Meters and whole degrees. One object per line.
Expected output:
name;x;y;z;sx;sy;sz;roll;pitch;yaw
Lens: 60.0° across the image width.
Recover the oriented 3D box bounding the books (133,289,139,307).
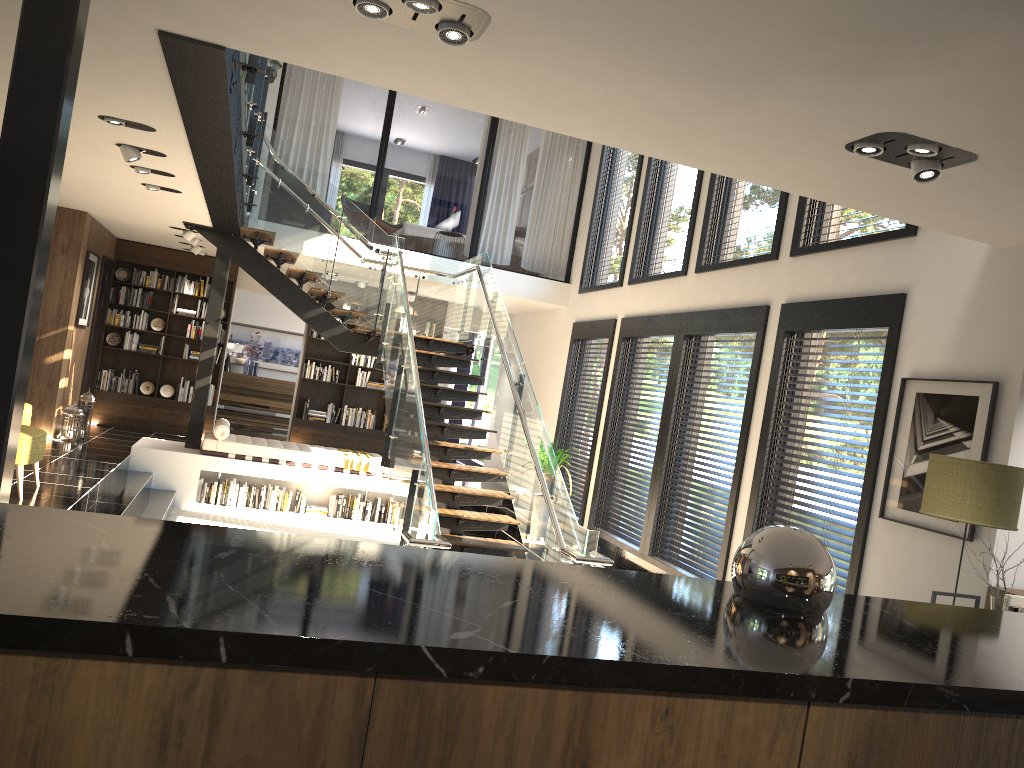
books;-5.483;-1.251;12.920;0.032;0.255;0.160;9;0;-17

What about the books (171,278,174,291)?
books;-4.997;-1.457;13.069;0.024;0.194;0.182;9;0;-17

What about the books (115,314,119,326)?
books;-5.725;-0.929;12.869;0.037;0.169;0.148;9;0;-17

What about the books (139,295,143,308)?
books;-5.401;-1.204;12.916;0.025;0.188;0.181;9;0;-17

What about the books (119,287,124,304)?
books;-5.643;-1.278;12.854;0.035;0.255;0.183;9;0;-17

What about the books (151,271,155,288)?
books;-5.233;-1.520;12.950;0.025;0.239;0.220;9;0;-17

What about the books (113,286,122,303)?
books;-5.721;-1.291;12.858;0.066;0.255;0.127;9;0;-17

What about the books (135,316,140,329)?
books;-5.452;-0.896;12.932;0.025;0.193;0.172;9;0;-17

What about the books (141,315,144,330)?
books;-5.392;-0.894;12.965;0.018;0.210;0.157;9;0;-17

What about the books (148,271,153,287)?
books;-5.267;-1.521;12.953;0.039;0.230;0.205;9;0;-17

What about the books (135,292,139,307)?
books;-5.459;-1.230;12.925;0.024;0.220;0.123;9;0;-17

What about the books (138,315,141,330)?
books;-5.433;-0.903;12.963;0.027;0.214;0.159;9;0;-17

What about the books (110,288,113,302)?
books;-5.788;-1.282;12.838;0.023;0.215;0.148;9;0;-17

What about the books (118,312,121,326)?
books;-5.702;-0.945;12.897;0.018;0.208;0.126;9;0;-17

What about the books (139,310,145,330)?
books;-5.399;-0.933;12.946;0.018;0.284;0.197;9;0;-17

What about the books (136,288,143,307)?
books;-5.424;-1.251;12.919;0.033;0.273;0.189;9;0;-17

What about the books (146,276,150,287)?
books;-5.313;-1.491;12.959;0.035;0.156;0.186;9;0;-17

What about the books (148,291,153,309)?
books;-5.289;-1.224;12.984;0.035;0.266;0.133;9;0;-17

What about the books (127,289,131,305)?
books;-5.558;-1.258;12.861;0.039;0.243;0.179;9;0;-17

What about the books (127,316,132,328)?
books;-5.566;-0.901;12.910;0.026;0.167;0.173;9;0;-17

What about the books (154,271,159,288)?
books;-5.206;-1.518;12.983;0.020;0.245;0.228;9;0;-17

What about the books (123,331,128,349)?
books;-5.629;-0.639;12.911;0.020;0.264;0.152;9;0;-17

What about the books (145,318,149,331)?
books;-5.337;-0.870;12.982;0.015;0.181;0.136;9;0;-17

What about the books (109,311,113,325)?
books;-5.800;-0.953;12.847;0.045;0.192;0.164;9;0;-17

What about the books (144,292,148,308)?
books;-5.341;-1.221;12.963;0.024;0.242;0.144;9;0;-17

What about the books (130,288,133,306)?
books;-5.523;-1.258;12.900;0.018;0.256;0.172;9;0;-17

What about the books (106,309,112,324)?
books;-5.835;-0.975;12.842;0.030;0.224;0.165;9;0;-17

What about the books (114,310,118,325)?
books;-5.752;-0.965;12.880;0.018;0.232;0.123;9;0;-17

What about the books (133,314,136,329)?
books;-5.485;-0.908;12.906;0.016;0.205;0.204;9;0;-17

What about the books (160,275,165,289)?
books;-5.134;-1.492;13.029;0.030;0.217;0.165;9;0;-17

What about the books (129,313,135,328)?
books;-5.527;-0.920;12.929;0.053;0.216;0.151;9;0;-17

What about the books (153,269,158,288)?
books;-5.211;-1.536;12.955;0.012;0.278;0.227;9;0;-17

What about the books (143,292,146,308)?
books;-5.359;-1.218;12.953;0.014;0.230;0.172;9;0;-17

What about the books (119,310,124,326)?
books;-5.680;-0.955;12.896;0.019;0.236;0.139;9;0;-17

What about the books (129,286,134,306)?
books;-5.537;-1.277;12.898;0.015;0.287;0.154;9;0;-17

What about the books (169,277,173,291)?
books;-5.009;-1.463;13.031;0.023;0.202;0.201;9;0;-17

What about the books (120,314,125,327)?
books;-5.650;-0.922;12.877;0.035;0.180;0.164;9;0;-17

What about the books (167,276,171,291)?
books;-5.042;-1.474;13.035;0.039;0.212;0.171;9;0;-17

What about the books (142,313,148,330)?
books;-5.366;-0.915;12.960;0.021;0.260;0.197;9;0;-17

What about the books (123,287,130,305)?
books;-5.593;-1.273;12.871;0.027;0.260;0.181;9;0;-17

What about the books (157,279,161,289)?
books;-5.175;-1.464;13.029;0.040;0.149;0.125;9;0;-17

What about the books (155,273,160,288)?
books;-5.190;-1.510;12.999;0.020;0.235;0.206;9;0;-17

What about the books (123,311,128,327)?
books;-5.617;-0.944;12.901;0.036;0.235;0.169;9;0;-17

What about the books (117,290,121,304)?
books;-5.675;-1.258;12.847;0.025;0.204;0.192;9;0;-17

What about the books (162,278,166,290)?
books;-5.100;-1.463;13.006;0.029;0.172;0.187;9;0;-17

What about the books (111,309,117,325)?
books;-5.757;-0.968;12.829;0.022;0.235;0.194;9;0;-17

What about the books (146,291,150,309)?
books;-5.318;-1.227;12.975;0.025;0.263;0.147;9;0;-17

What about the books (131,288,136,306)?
books;-5.499;-1.259;12.888;0.019;0.264;0.175;9;0;-17

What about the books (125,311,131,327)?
books;-5.581;-0.940;12.891;0.026;0.237;0.164;9;0;-17

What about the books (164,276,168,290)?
books;-5.076;-1.479;13.033;0.027;0.212;0.180;9;0;-17

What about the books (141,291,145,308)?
books;-5.382;-1.227;12.958;0.028;0.240;0.148;9;0;-17

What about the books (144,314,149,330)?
books;-5.352;-0.905;12.987;0.023;0.245;0.133;9;0;-17

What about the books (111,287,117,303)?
books;-5.760;-1.285;12.826;0.023;0.231;0.143;9;0;-17

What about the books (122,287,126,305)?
books;-5.614;-1.280;12.859;0.022;0.267;0.197;9;0;-17

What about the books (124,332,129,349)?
books;-5.597;-0.631;12.883;0.026;0.257;0.192;9;0;-17

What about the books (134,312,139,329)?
books;-5.473;-0.924;12.937;0.020;0.243;0.154;9;0;-17
